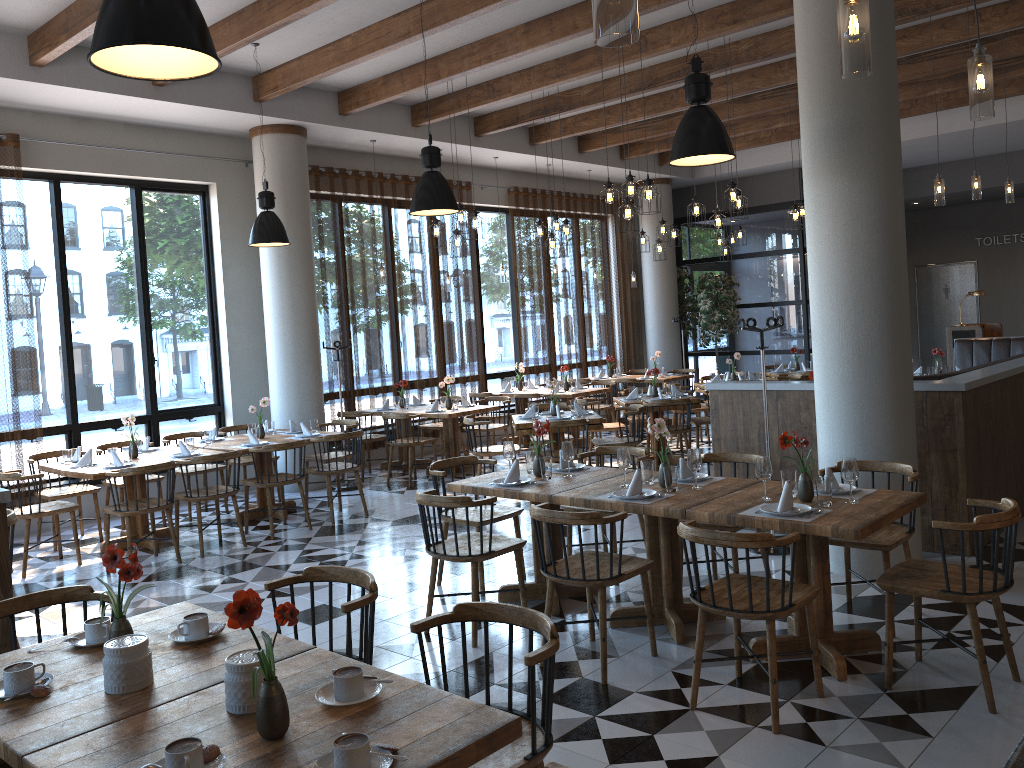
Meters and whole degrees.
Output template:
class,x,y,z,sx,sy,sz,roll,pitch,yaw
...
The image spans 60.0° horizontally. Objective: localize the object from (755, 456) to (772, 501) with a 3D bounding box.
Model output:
class,x,y,z,sx,sy,sz,roll,pitch,yaw
object,1.262,0.473,4.434,0.081,0.215,0.081,-2,2,34

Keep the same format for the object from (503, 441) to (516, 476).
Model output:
class,x,y,z,sx,sy,sz,roll,pitch,yaw
object,-0.016,0.473,5.618,0.081,0.215,0.081,-3,2,6

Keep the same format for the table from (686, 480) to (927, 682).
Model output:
class,x,y,z,sx,sy,sz,roll,pitch,yaw
table,1.471,0.956,4.355,0.850,0.763,0.852,-1,4,43

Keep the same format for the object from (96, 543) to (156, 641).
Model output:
class,x,y,z,sx,sy,sz,roll,pitch,yaw
object,-1.193,0.673,2.744,0.156,0.355,0.171,-4,2,1

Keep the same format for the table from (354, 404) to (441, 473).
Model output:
class,x,y,z,sx,sy,sz,roll,pitch,yaw
table,-1.338,0.677,11.051,0.850,0.763,0.852,-1,4,43

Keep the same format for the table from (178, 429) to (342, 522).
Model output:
class,x,y,z,sx,sy,sz,roll,pitch,yaw
table,-2.413,0.910,8.632,1.217,0.763,1.215,-7,4,-44

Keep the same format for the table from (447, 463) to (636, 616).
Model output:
class,x,y,z,sx,sy,sz,roll,pitch,yaw
table,0.219,0.956,5.514,0.850,0.763,0.852,-1,4,43

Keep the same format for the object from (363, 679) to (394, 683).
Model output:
class,x,y,z,sx,sy,sz,roll,pitch,yaw
object,-0.396,0.810,2.402,0.155,0.012,0.034,-3,4,5

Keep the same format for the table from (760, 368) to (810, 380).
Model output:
class,x,y,z,sx,sy,sz,roll,pitch,yaw
table,4.210,0.194,13.003,0.864,0.763,0.865,-4,3,-2

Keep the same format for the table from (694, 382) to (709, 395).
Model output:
class,x,y,z,sx,sy,sz,roll,pitch,yaw
table,2.938,0.368,11.624,0.864,0.763,0.865,-4,3,-2

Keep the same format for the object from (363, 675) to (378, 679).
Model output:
class,x,y,z,sx,sy,sz,roll,pitch,yaw
object,-0.397,0.808,2.442,0.053,0.025,0.049,-3,3,11

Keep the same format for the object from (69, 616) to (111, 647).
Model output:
class,x,y,z,sx,sy,sz,roll,pitch,yaw
object,-1.371,0.816,2.934,0.175,0.067,0.176,-2,4,28

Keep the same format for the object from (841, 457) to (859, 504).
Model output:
class,x,y,z,sx,sy,sz,roll,pitch,yaw
object,1.623,0.463,4.249,0.081,0.215,0.081,-2,2,34

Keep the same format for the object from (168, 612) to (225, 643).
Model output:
class,x,y,z,sx,sy,sz,roll,pitch,yaw
object,-1.037,0.796,2.911,0.176,0.067,0.176,-6,4,-32

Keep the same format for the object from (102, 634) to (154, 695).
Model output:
class,x,y,z,sx,sy,sz,roll,pitch,yaw
object,-1.094,0.795,2.523,0.129,0.128,0.130,-4,3,-3

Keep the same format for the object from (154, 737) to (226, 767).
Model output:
class,x,y,z,sx,sy,sz,roll,pitch,yaw
object,-0.732,0.840,1.980,0.176,0.067,0.176,-6,4,-34

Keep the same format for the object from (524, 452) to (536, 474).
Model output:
class,x,y,z,sx,sy,sz,roll,pitch,yaw
object,0.122,0.503,5.656,0.080,0.132,0.080,-4,2,-17

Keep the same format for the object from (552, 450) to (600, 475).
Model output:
class,x,y,z,sx,sy,sz,roll,pitch,yaw
object,0.357,0.483,5.706,0.352,0.137,0.272,0,5,43

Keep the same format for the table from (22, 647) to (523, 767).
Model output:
class,x,y,z,sx,sy,sz,roll,pitch,yaw
table,-0.550,1.233,2.153,0.850,0.763,0.852,-1,4,43

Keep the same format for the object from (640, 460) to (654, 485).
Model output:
class,x,y,z,sx,sy,sz,roll,pitch,yaw
object,0.775,0.503,5.052,0.080,0.132,0.080,-4,2,-17

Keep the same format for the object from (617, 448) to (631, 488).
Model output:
class,x,y,z,sx,sy,sz,roll,pitch,yaw
object,0.636,0.473,5.014,0.081,0.215,0.081,-3,2,6

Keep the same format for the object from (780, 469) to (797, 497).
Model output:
class,x,y,z,sx,sy,sz,roll,pitch,yaw
object,1.400,0.503,4.473,0.080,0.132,0.080,-4,2,-17

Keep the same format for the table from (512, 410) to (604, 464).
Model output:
class,x,y,z,sx,sy,sz,roll,pitch,yaw
table,0.461,0.707,8.939,0.864,0.763,0.865,-4,3,-2

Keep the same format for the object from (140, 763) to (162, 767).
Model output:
class,x,y,z,sx,sy,sz,roll,pitch,yaw
object,-0.864,0.868,1.994,0.155,0.023,0.034,-3,3,5

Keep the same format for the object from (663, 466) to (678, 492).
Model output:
class,x,y,z,sx,sy,sz,roll,pitch,yaw
object,0.862,0.515,4.800,0.080,0.132,0.080,-5,2,-32

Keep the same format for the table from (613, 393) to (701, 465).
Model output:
class,x,y,z,sx,sy,sz,roll,pitch,yaw
table,1.679,0.540,10.259,0.864,0.763,0.865,-4,3,-2

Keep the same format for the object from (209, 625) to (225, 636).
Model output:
class,x,y,z,sx,sy,sz,roll,pitch,yaw
object,-0.969,0.809,2.911,0.052,0.023,0.050,-1,4,38

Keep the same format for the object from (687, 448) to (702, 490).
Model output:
class,x,y,z,sx,sy,sz,roll,pitch,yaw
object,0.997,0.463,4.828,0.081,0.215,0.081,-2,2,34

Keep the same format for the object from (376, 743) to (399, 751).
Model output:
class,x,y,z,sx,sy,sz,roll,pitch,yaw
object,-0.285,0.830,2.024,0.053,0.025,0.049,-2,4,31

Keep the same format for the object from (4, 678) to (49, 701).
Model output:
class,x,y,z,sx,sy,sz,roll,pitch,yaw
object,-1.365,0.865,2.498,0.034,0.012,0.156,-3,4,15

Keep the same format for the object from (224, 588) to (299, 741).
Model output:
class,x,y,z,sx,sy,sz,roll,pitch,yaw
object,-0.616,0.676,2.164,0.171,0.355,0.156,-3,2,29

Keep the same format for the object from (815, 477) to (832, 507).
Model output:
class,x,y,z,sx,sy,sz,roll,pitch,yaw
object,1.488,0.515,4.221,0.080,0.132,0.080,-5,2,-32

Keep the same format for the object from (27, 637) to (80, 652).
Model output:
class,x,y,z,sx,sy,sz,roll,pitch,yaw
object,-1.495,0.847,2.890,0.155,0.023,0.034,-5,3,-20

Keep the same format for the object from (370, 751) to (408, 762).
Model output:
class,x,y,z,sx,sy,sz,roll,pitch,yaw
object,-0.298,0.832,1.986,0.155,0.012,0.034,-2,4,26

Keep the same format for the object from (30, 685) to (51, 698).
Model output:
class,x,y,z,sx,sy,sz,roll,pitch,yaw
object,-1.326,0.864,2.492,0.049,0.025,0.053,-2,4,20

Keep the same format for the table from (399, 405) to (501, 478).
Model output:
class,x,y,z,sx,sy,sz,roll,pitch,yaw
table,-0.710,0.677,10.470,0.850,0.763,0.852,-1,4,43

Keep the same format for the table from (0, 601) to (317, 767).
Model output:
class,x,y,z,sx,sy,sz,roll,pitch,yaw
table,-1.177,1.233,2.733,0.850,0.763,0.852,-1,4,43

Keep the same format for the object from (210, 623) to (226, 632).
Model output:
class,x,y,z,sx,sy,sz,roll,pitch,yaw
object,-0.976,0.810,2.945,0.052,0.023,0.050,-1,4,38

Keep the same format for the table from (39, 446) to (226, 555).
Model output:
class,x,y,z,sx,sy,sz,roll,pitch,yaw
table,-3.266,1.027,7.706,1.217,0.763,1.215,-7,4,-44

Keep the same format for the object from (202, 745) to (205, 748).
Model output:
class,x,y,z,sx,sy,sz,roll,pitch,yaw
object,-0.732,0.856,2.049,0.052,0.023,0.050,-5,4,-24

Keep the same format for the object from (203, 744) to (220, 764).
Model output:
class,x,y,z,sx,sy,sz,roll,pitch,yaw
object,-0.699,0.852,2.040,0.052,0.023,0.050,-5,4,-24

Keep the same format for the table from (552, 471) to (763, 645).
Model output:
class,x,y,z,sx,sy,sz,roll,pitch,yaw
table,0.844,0.956,4.935,0.850,0.763,0.852,-1,4,43

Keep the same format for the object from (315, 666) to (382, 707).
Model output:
class,x,y,z,sx,sy,sz,roll,pitch,yaw
object,-0.433,0.796,2.348,0.175,0.067,0.176,-3,4,4

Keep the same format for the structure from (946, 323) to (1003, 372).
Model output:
class,x,y,z,sx,sy,sz,roll,pitch,yaw
structure,6.604,-0.188,12.448,0.645,1.298,1.048,-2,3,43

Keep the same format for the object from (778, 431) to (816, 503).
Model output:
class,x,y,z,sx,sy,sz,roll,pitch,yaw
object,1.393,0.401,4.339,0.171,0.355,0.156,-4,2,-10

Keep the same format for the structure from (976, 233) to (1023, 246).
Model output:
class,x,y,z,sx,sy,sz,roll,pitch,yaw
structure,9.544,-2.809,17.277,0.915,0.166,0.035,0,4,43

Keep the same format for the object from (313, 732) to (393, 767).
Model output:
class,x,y,z,sx,sy,sz,roll,pitch,yaw
object,-0.351,0.818,1.949,0.175,0.067,0.176,-1,4,35

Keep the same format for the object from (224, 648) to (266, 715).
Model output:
class,x,y,z,sx,sy,sz,roll,pitch,yaw
object,-0.692,0.782,2.340,0.129,0.128,0.130,-4,3,-3

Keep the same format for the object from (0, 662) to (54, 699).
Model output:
class,x,y,z,sx,sy,sz,roll,pitch,yaw
object,-1.413,0.844,2.541,0.176,0.067,0.176,-4,4,-2

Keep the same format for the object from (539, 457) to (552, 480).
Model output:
class,x,y,z,sx,sy,sz,roll,pitch,yaw
object,0.210,0.515,5.404,0.080,0.132,0.080,-4,2,-12

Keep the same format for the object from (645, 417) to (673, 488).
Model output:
class,x,y,z,sx,sy,sz,roll,pitch,yaw
object,0.816,0.376,4.910,0.146,0.399,0.207,-4,2,2

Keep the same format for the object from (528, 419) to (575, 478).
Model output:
class,x,y,z,sx,sy,sz,roll,pitch,yaw
object,0.238,0.396,5.482,0.166,0.355,0.295,-5,3,-42
